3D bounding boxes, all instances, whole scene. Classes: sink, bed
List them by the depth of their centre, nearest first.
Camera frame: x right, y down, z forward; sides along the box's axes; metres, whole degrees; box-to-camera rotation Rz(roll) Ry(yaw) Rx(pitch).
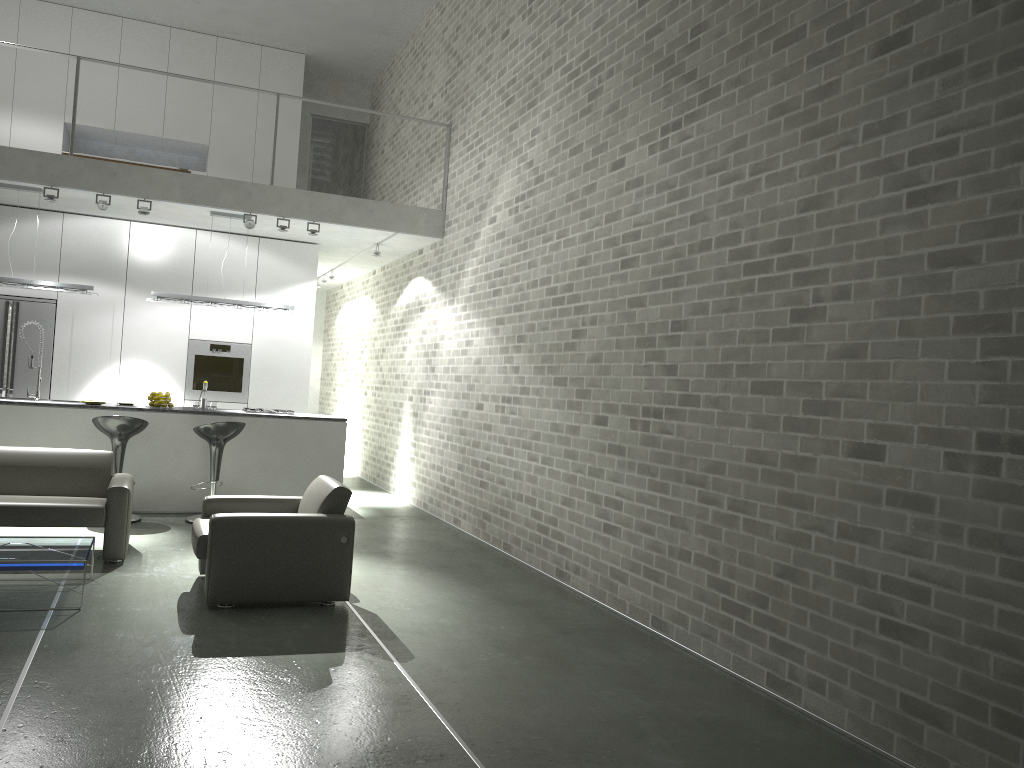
[{"bbox_3d":[-4.507,-0.077,8.421,0.987,1.023,0.546,4,-1,-22],"label":"sink"},{"bbox_3d":[-4.702,-2.556,10.935,1.341,0.792,1.957,4,-1,-22],"label":"bed"}]

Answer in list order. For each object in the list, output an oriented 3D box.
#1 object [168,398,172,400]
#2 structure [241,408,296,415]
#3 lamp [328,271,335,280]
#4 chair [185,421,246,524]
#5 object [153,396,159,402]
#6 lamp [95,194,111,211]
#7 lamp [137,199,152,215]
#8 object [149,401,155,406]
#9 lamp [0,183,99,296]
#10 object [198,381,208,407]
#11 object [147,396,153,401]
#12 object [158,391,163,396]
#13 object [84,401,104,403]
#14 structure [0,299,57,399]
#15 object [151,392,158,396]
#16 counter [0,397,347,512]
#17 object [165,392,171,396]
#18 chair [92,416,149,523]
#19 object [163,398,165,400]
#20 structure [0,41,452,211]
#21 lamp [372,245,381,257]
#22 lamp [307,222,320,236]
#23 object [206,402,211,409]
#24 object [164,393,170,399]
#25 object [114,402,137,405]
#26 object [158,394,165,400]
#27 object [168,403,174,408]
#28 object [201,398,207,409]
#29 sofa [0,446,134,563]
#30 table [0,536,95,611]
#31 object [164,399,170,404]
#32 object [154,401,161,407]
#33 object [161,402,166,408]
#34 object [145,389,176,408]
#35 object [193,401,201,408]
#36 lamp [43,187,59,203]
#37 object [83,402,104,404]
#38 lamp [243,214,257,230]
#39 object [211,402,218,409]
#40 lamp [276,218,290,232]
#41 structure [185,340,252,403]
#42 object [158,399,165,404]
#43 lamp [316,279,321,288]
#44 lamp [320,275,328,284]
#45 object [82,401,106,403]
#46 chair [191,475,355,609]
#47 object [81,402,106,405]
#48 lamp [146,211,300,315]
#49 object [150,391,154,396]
[{"bbox_3d":[-3.354,0.154,8.663,0.053,0.054,0.061,4,-1,14],"label":"object"},{"bbox_3d":[-2.501,0.278,9.106,0.500,0.038,0.500,4,-1,-22],"label":"structure"},{"bbox_3d":[-4.508,-1.764,10.336,0.110,0.136,6.854,4,-1,33],"label":"lamp"},{"bbox_3d":[-2.692,0.789,8.062,0.457,0.931,0.464,4,-1,-41],"label":"chair"},{"bbox_3d":[-3.441,0.145,8.572,0.052,0.053,0.062,4,-1,30],"label":"object"},{"bbox_3d":[-3.909,-1.736,8.478,0.115,0.151,0.115,4,-1,21],"label":"lamp"},{"bbox_3d":[-3.581,-1.712,8.632,0.115,0.151,0.115,4,-1,21],"label":"lamp"},{"bbox_3d":[-3.485,0.188,8.581,0.060,0.057,0.052,4,-1,-30],"label":"object"},{"bbox_3d":[-4.732,-1.404,8.452,1.490,0.964,0.290,4,-1,-22],"label":"lamp"},{"bbox_3d":[-3.119,0.110,9.018,0.101,0.288,0.088,4,-1,8],"label":"object"},{"bbox_3d":[-3.500,0.140,8.589,0.063,0.051,0.053,4,-1,27],"label":"object"},{"bbox_3d":[-3.420,0.099,8.620,0.051,0.053,0.063,4,-1,-30],"label":"object"},{"bbox_3d":[-3.902,0.170,8.271,0.216,0.017,0.217,4,-1,11],"label":"object"},{"bbox_3d":[-5.384,0.054,9.529,0.743,1.900,0.160,4,-1,-22],"label":"structure"},{"bbox_3d":[-3.458,0.099,8.574,0.063,0.051,0.053,4,-1,16],"label":"object"},{"bbox_3d":[-3.899,0.677,8.556,4.400,0.960,0.900,4,-1,-22],"label":"counter"},{"bbox_3d":[-3.367,0.104,8.675,0.050,0.060,0.059,4,-1,-32],"label":"object"},{"bbox_3d":[-3.463,0.733,7.789,0.457,0.931,0.464,4,-1,-8],"label":"chair"},{"bbox_3d":[-3.382,0.163,8.608,0.051,0.053,0.062,4,-1,-24],"label":"object"},{"bbox_3d":[-3.283,-2.551,8.733,5.560,0.972,0.070,4,-1,-22],"label":"structure"},{"bbox_3d":[-1.589,-1.566,10.450,0.109,0.132,0.109,4,-1,20],"label":"lamp"},{"bbox_3d":[-2.067,-1.610,9.229,0.109,0.135,0.109,4,-1,26],"label":"lamp"},{"bbox_3d":[-3.152,0.218,9.171,0.063,0.070,0.064,4,-1,16],"label":"object"},{"bbox_3d":[-3.352,0.118,8.610,0.051,0.053,0.063,4,-1,-19],"label":"object"},{"bbox_3d":[-3.805,0.196,8.748,0.216,0.017,0.217,4,-1,4],"label":"object"},{"bbox_3d":[-3.387,0.127,8.562,0.061,0.052,0.053,4,-1,-19],"label":"object"},{"bbox_3d":[-3.332,0.206,8.657,0.053,0.052,0.062,4,-1,8],"label":"object"},{"bbox_3d":[-3.127,0.200,9.003,0.060,0.106,0.060,4,-1,-28],"label":"object"},{"bbox_3d":[-3.735,0.803,6.041,2.114,0.717,0.902,4,-1,-22],"label":"sofa"},{"bbox_3d":[-2.878,1.075,5.093,0.820,0.270,0.800,4,-1,-22],"label":"table"},{"bbox_3d":[-3.352,0.169,8.604,0.051,0.055,0.061,3,-1,37],"label":"object"},{"bbox_3d":[-3.426,0.197,8.568,0.064,0.063,0.074,4,-1,-11],"label":"object"},{"bbox_3d":[-3.368,0.203,8.578,0.051,0.053,0.063,4,-1,-24],"label":"object"},{"bbox_3d":[-3.414,0.142,8.625,0.207,0.174,0.189,4,-1,23],"label":"object"},{"bbox_3d":[-3.224,0.212,9.062,0.063,0.070,0.064,4,-1,16],"label":"object"},{"bbox_3d":[-4.324,-1.774,8.319,0.109,0.136,0.109,4,-1,20],"label":"lamp"},{"bbox_3d":[-3.903,0.179,8.271,0.216,0.017,0.217,4,-1,11],"label":"object"},{"bbox_3d":[-2.651,-1.643,8.976,0.131,0.154,0.098,4,-1,-22],"label":"lamp"},{"bbox_3d":[-3.069,0.223,9.129,0.064,0.070,0.063,4,-1,-14],"label":"object"},{"bbox_3d":[-2.352,-1.631,9.115,0.109,0.135,0.109,4,-1,26],"label":"lamp"},{"bbox_3d":[-3.404,-0.140,10.291,0.692,0.680,0.036,4,-1,-22],"label":"structure"},{"bbox_3d":[-3.376,0.174,8.539,0.052,0.054,0.061,3,-1,35],"label":"object"},{"bbox_3d":[-3.140,-1.628,14.318,0.109,0.135,0.109,4,-1,20],"label":"lamp"},{"bbox_3d":[-2.910,-1.621,13.746,0.109,0.132,0.109,4,-1,20],"label":"lamp"},{"bbox_3d":[-3.902,0.174,8.271,0.216,0.017,0.217,4,-1,11],"label":"object"},{"bbox_3d":[-1.542,0.948,5.620,0.910,0.717,0.963,4,-1,-22],"label":"chair"},{"bbox_3d":[-3.903,0.184,8.271,0.216,0.017,0.217,4,-1,11],"label":"object"},{"bbox_3d":[-2.940,-1.274,9.173,1.490,0.964,0.290,4,-1,-22],"label":"lamp"},{"bbox_3d":[-3.489,0.101,8.617,0.052,0.060,0.057,4,-1,-44],"label":"object"}]
